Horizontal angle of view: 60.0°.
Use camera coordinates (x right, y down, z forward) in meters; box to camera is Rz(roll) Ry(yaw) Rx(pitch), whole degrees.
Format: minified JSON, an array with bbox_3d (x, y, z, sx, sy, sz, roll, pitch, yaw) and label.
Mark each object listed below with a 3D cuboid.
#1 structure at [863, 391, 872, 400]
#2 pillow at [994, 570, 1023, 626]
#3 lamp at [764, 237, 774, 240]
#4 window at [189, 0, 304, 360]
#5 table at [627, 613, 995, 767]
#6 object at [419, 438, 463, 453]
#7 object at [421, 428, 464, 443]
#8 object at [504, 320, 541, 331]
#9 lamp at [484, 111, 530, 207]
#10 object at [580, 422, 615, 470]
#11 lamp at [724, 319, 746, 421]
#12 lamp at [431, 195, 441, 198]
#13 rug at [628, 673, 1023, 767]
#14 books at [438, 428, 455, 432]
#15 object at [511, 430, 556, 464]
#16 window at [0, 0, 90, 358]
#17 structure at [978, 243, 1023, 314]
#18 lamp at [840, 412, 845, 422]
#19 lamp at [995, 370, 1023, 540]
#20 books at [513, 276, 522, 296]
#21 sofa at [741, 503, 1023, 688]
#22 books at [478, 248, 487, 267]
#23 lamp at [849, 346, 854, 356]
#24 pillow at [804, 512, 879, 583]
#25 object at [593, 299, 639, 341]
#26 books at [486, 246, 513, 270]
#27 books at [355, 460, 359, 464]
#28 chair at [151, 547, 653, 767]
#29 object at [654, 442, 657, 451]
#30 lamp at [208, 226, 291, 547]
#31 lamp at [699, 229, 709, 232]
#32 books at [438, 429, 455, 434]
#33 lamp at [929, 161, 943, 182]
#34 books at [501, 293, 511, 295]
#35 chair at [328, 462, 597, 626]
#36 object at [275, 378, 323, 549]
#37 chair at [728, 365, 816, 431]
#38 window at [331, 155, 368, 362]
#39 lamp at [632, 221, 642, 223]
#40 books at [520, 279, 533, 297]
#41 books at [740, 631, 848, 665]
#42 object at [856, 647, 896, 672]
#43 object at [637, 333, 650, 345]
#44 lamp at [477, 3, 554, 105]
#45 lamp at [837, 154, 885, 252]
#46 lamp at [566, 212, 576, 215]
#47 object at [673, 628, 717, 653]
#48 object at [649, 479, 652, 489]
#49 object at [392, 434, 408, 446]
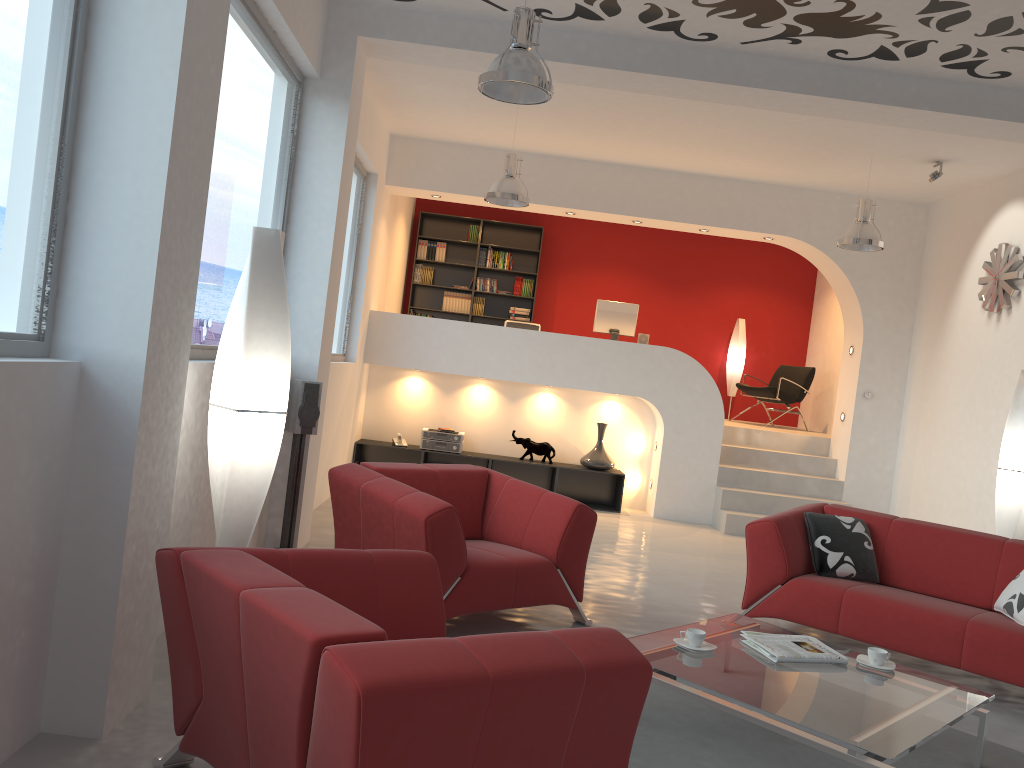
[{"bbox_3d":[3.623,0.117,9.027,0.080,0.080,0.016,7,1,-1],"label":"structure"},{"bbox_3d":[2.682,1.054,4.526,0.288,0.343,0.402,7,1,6],"label":"pillow"},{"bbox_3d":[2.671,-1.511,9.229,0.105,0.011,0.105,7,1,-13],"label":"lamp"},{"bbox_3d":[-1.442,-1.019,4.405,0.100,1.800,2.400,7,1,-1],"label":"window"},{"bbox_3d":[1.114,1.279,3.531,1.162,0.286,1.097,8,2,44],"label":"table"},{"bbox_3d":[-0.728,0.628,9.193,0.430,0.100,0.365,7,1,-1],"label":"object"},{"bbox_3d":[-0.716,0.531,9.199,0.430,0.077,0.349,7,1,-1],"label":"object"},{"bbox_3d":[0.102,-0.564,9.684,0.397,0.217,0.458,7,1,-1],"label":"object"},{"bbox_3d":[0.002,-1.914,7.408,0.379,0.800,0.379,6,1,-30],"label":"lamp"},{"bbox_3d":[0.912,0.647,9.230,0.369,0.481,0.369,6,1,-36],"label":"object"},{"bbox_3d":[2.968,-0.196,11.815,0.237,1.349,0.237,7,1,7],"label":"lamp"},{"bbox_3d":[-0.783,-1.935,9.149,0.105,0.011,0.105,7,1,2],"label":"lamp"},{"bbox_3d":[1.105,1.424,3.542,1.700,0.025,1.700,8,2,44],"label":"rug"},{"bbox_3d":[-0.679,0.474,9.176,0.135,0.015,0.190,7,1,-16],"label":"books"},{"bbox_3d":[0.211,0.654,9.240,0.507,0.296,0.191,7,1,14],"label":"object"},{"bbox_3d":[-1.385,-0.955,1.606,0.100,1.800,2.400,7,1,-1],"label":"window"},{"bbox_3d":[4.120,-0.896,7.505,0.090,0.596,0.596,7,1,-1],"label":"structure"},{"bbox_3d":[3.463,0.344,9.287,0.011,0.105,0.105,7,1,-1],"label":"lamp"},{"bbox_3d":[3.628,0.787,6.377,0.313,1.779,0.313,7,1,7],"label":"lamp"},{"bbox_3d":[0.077,-1.292,11.819,0.090,0.256,0.181,7,1,-1],"label":"books"},{"bbox_3d":[2.262,1.174,4.851,1.929,0.738,0.951,8,1,39],"label":"sofa"},{"bbox_3d":[-0.394,-1.669,11.801,0.090,0.256,0.181,7,1,-1],"label":"books"},{"bbox_3d":[3.549,-0.350,9.273,0.011,0.105,0.105,7,1,-1],"label":"lamp"},{"bbox_3d":[1.915,0.946,5.154,0.402,0.343,0.288,7,1,-9],"label":"pillow"},{"bbox_3d":[1.120,-0.664,9.622,0.458,0.452,0.230,7,1,-1],"label":"object"},{"bbox_3d":[-0.156,-1.654,11.783,0.341,0.286,0.231,7,1,-1],"label":"books"},{"bbox_3d":[-1.582,0.881,9.112,0.063,0.187,0.135,7,1,-1],"label":"books"},{"bbox_3d":[-0.357,0.899,2.480,0.951,0.738,1.288,6,2,-41],"label":"chair"},{"bbox_3d":[1.509,0.656,9.321,0.011,0.105,0.105,7,1,-1],"label":"object"},{"bbox_3d":[-1.088,0.261,3.594,0.313,1.779,0.313,7,1,-9],"label":"lamp"},{"bbox_3d":[1.995,-1.594,9.213,0.105,0.011,0.105,7,1,-13],"label":"lamp"},{"bbox_3d":[-0.677,0.490,9.167,0.135,0.015,0.190,7,1,-21],"label":"books"},{"bbox_3d":[3.577,-1.784,7.472,0.112,0.176,0.118,8,2,41],"label":"lamp"},{"bbox_3d":[-0.098,-1.192,11.825,0.190,0.015,0.135,7,1,-6],"label":"books"},{"bbox_3d":[-0.279,0.862,4.740,1.288,0.738,0.951,6,2,-41],"label":"chair"},{"bbox_3d":[-1.338,0.528,5.480,0.214,1.112,0.229,6,1,-36],"label":"object"},{"bbox_3d":[3.247,0.132,11.045,0.768,0.795,0.664,6,1,-26],"label":"chair"},{"bbox_3d":[-1.498,-1.083,7.203,0.100,1.800,2.400,7,1,-1],"label":"window"},{"bbox_3d":[1.301,-1.679,9.197,0.105,0.011,0.105,7,1,-13],"label":"lamp"},{"bbox_3d":[0.195,-1.269,11.821,0.146,0.240,0.170,7,1,-1],"label":"books"},{"bbox_3d":[1.191,1.122,3.773,0.367,0.035,0.345,7,1,-11],"label":"books"},{"bbox_3d":[1.526,1.148,3.712,0.153,0.069,0.153,8,1,25],"label":"object"},{"bbox_3d":[1.427,-0.474,9.683,0.133,0.147,0.151,7,1,-18],"label":"object"},{"bbox_3d":[0.062,-1.846,4.410,0.379,0.800,0.379,8,1,27],"label":"lamp"},{"bbox_3d":[2.988,-1.547,7.477,0.379,0.800,0.379,6,1,-30],"label":"lamp"},{"bbox_3d":[0.606,-1.765,9.181,0.105,0.011,0.105,7,1,-13],"label":"lamp"},{"bbox_3d":[0.758,1.054,3.658,0.153,0.069,0.153,6,1,-35],"label":"object"},{"bbox_3d":[1.460,1.053,9.329,0.011,0.105,0.105,7,1,-1],"label":"object"},{"bbox_3d":[-1.147,0.570,9.105,0.130,0.117,0.146,6,1,-26],"label":"object"}]
